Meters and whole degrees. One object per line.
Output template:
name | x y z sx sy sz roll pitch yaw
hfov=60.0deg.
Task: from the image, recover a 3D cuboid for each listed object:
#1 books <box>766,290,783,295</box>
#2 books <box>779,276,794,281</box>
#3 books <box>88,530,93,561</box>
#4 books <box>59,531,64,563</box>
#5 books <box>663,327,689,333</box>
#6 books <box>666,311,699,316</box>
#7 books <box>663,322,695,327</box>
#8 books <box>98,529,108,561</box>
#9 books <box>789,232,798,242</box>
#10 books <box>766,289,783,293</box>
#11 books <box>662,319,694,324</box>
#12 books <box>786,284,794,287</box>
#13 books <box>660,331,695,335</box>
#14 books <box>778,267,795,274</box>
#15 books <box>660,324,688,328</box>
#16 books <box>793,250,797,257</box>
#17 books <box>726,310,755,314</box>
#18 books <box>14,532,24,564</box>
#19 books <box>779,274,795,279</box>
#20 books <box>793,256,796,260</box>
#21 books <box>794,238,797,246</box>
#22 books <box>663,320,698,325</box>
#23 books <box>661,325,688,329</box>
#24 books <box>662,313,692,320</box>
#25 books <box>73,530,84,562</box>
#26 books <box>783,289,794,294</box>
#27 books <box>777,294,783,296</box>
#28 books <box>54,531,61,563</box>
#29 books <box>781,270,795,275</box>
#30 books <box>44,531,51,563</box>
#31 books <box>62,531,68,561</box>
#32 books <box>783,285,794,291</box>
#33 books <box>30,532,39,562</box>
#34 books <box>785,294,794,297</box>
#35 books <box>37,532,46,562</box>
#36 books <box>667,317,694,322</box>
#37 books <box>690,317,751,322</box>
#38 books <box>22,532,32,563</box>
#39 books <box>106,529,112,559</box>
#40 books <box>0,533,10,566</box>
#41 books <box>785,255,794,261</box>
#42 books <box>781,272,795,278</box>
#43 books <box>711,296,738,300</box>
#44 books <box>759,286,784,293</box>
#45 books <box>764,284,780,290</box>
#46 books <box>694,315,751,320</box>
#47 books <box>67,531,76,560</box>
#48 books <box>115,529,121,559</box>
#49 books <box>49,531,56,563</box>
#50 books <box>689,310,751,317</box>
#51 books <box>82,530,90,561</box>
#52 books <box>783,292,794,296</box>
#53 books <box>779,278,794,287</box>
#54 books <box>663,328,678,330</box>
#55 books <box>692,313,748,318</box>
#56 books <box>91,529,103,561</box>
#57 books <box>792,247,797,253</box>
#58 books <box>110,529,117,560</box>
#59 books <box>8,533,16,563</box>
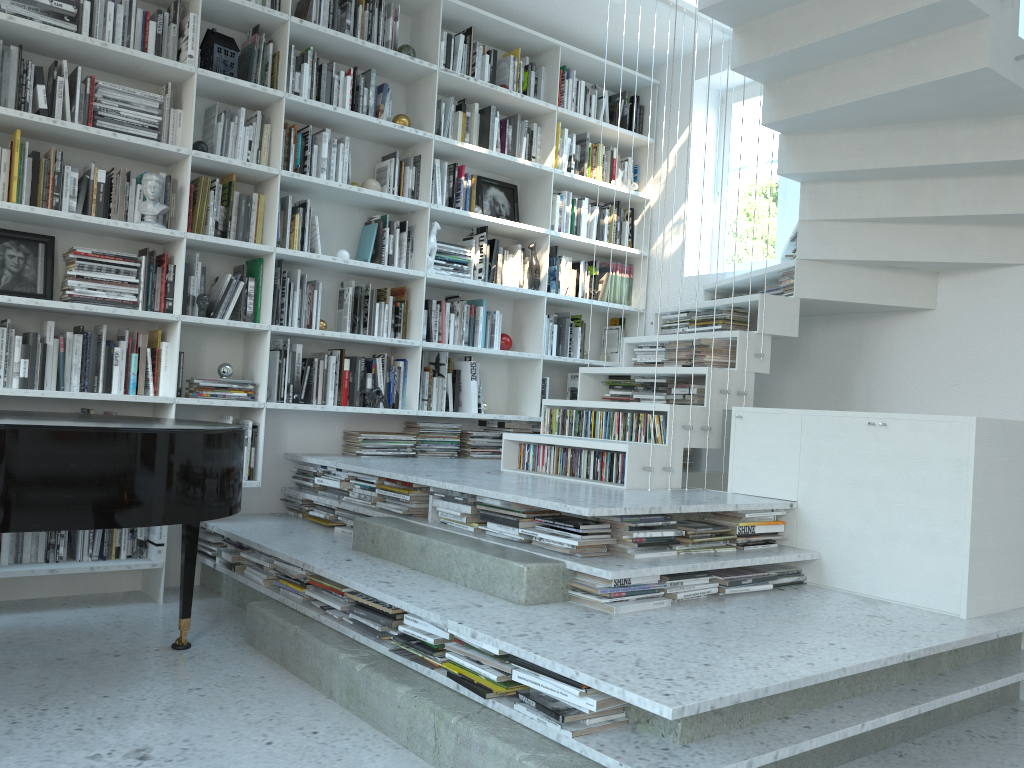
books | 1.416 -0.458 4.513 0.170 0.010 0.233 4 -2 -18
books | 1.454 -0.498 4.272 0.290 0.006 0.149 4 -2 -9
books | -1.862 0.615 3.887 0.011 0.292 0.184 4 -1 -38
books | -1.954 0.610 3.817 0.014 0.288 0.184 4 -1 -38
books | 0.945 -0.279 4.745 0.166 0.018 0.264 4 -2 -19
books | 0.955 -0.368 4.748 0.165 0.014 0.235 4 -2 -21
books | 0.946 -0.311 4.745 0.171 0.011 0.231 4 -2 -27
books | -1.813 0.606 3.917 0.013 0.317 0.186 4 -1 -38
books | 1.481 -0.695 4.215 0.283 0.012 0.175 3 -2 7
books | 1.429 -0.468 4.516 0.161 0.012 0.254 4 -2 -14
books | 0.948 -0.327 4.746 0.168 0.005 0.292 4 -2 -20
books | 1.451 -0.468 4.276 0.208 0.008 0.144 4 -2 -18
books | 0.944 -0.266 4.744 0.176 0.009 0.275 4 -2 -25
books | 1.455 -0.535 4.278 0.300 0.007 0.158 4 -2 -13
books | 0.944 -0.302 4.744 0.170 0.006 0.268 4 -2 -27
books | 1.478 -0.616 4.223 0.250 0.017 0.181 3 -2 12
books | 1.070 -0.355 4.477 0.134 0.007 0.298 4 -2 -29
books | -2.082 0.597 3.736 0.026 0.294 0.155 4 -1 -38
books | 1.454 -0.504 4.275 0.285 0.007 0.159 4 -2 -12
books | 1.480 -0.599 4.237 0.247 0.015 0.142 3 -2 10
books | 1.487 -0.679 4.246 0.250 0.017 0.135 3 -2 12
books | 0.949 -0.320 4.746 0.162 0.008 0.289 4 -2 -19
books | 0.946 -0.296 4.745 0.184 0.006 0.262 4 -2 -23
books | 0.945 -0.354 4.744 0.190 0.015 0.230 4 -2 -24
books | -1.892 0.656 3.858 0.010 0.206 0.180 4 -1 -38
books | 1.452 -0.439 4.264 0.223 0.015 0.179 4 -2 -14
books | 1.435 -0.441 4.518 0.141 0.022 0.230 4 -2 -15
books | -1.962 0.585 3.808 0.014 0.335 0.182 4 -1 -38
books | 1.457 -0.527 4.265 0.266 0.008 0.163 4 -2 -18
books | -1.995 0.608 3.790 0.013 0.285 0.184 4 -1 -38
books | -1.949 0.624 3.841 0.024 0.262 0.131 4 -1 -38
books | 1.453 -0.456 4.266 0.238 0.018 0.173 4 -2 -11
books | -2.040 0.617 3.773 0.028 0.261 0.132 4 -1 -38
books | 1.445 -0.416 4.287 0.210 0.015 0.130 4 -2 -11
books | -2.020 0.647 3.788 0.024 0.203 0.144 4 -1 -38
books | 0.968 -0.336 4.754 0.136 0.017 0.298 4 -2 -22
books | 1.047 -0.317 4.465 0.177 0.007 0.254 4 -2 -30
books | -2.064 0.628 3.755 0.030 0.234 0.138 4 -1 -38
books | -1.814 0.646 3.948 0.028 0.238 0.140 4 -1 -38
books | -2.118 0.637 3.686 0.028 0.206 0.174 4 -1 -38
books | 1.519 -0.625 4.495 0.226 0.013 0.284 3 -2 25
books | 1.452 -0.515 4.286 0.262 0.016 0.132 4 -2 -15
books | 1.263 -0.475 4.991 0.160 0.008 0.239 4 -2 -29
books | 1.416 -0.478 4.513 0.192 0.006 0.299 4 -2 -13
books | 1.415 -0.489 4.513 0.182 0.016 0.199 4 -2 -17
books | 1.060 -0.326 4.472 0.144 0.011 0.257 4 -2 -31
books | -1.931 0.650 3.867 0.040 0.212 0.129 4 -1 -38
books | -1.783 0.672 3.967 0.024 0.191 0.155 4 -1 -38
books | -1.986 0.645 3.803 0.022 0.213 0.167 4 -1 -38
books | 1.045 -0.347 4.463 0.191 0.013 0.243 4 -2 -27
books | -1.879 0.655 3.874 0.029 0.210 0.170 4 -1 -38
books | 1.451 -0.428 4.266 0.241 0.008 0.168 4 -2 -10
books | 1.451 -0.484 4.261 0.262 0.023 0.200 4 -2 -11
books | 0.953 -0.290 4.748 0.152 0.005 0.292 4 -2 -26
books | 1.052 -0.336 4.467 0.174 0.009 0.240 4 -2 -29
books | -1.835 0.637 3.896 0.044 0.251 0.187 4 -1 -38
books | 1.479 -0.639 4.221 0.256 0.010 0.163 3 -2 7
books | -1.789 0.638 3.949 0.011 0.258 0.171 4 -1 -38
books | -2.114 0.643 3.727 0.030 0.197 0.143 4 -1 -38
